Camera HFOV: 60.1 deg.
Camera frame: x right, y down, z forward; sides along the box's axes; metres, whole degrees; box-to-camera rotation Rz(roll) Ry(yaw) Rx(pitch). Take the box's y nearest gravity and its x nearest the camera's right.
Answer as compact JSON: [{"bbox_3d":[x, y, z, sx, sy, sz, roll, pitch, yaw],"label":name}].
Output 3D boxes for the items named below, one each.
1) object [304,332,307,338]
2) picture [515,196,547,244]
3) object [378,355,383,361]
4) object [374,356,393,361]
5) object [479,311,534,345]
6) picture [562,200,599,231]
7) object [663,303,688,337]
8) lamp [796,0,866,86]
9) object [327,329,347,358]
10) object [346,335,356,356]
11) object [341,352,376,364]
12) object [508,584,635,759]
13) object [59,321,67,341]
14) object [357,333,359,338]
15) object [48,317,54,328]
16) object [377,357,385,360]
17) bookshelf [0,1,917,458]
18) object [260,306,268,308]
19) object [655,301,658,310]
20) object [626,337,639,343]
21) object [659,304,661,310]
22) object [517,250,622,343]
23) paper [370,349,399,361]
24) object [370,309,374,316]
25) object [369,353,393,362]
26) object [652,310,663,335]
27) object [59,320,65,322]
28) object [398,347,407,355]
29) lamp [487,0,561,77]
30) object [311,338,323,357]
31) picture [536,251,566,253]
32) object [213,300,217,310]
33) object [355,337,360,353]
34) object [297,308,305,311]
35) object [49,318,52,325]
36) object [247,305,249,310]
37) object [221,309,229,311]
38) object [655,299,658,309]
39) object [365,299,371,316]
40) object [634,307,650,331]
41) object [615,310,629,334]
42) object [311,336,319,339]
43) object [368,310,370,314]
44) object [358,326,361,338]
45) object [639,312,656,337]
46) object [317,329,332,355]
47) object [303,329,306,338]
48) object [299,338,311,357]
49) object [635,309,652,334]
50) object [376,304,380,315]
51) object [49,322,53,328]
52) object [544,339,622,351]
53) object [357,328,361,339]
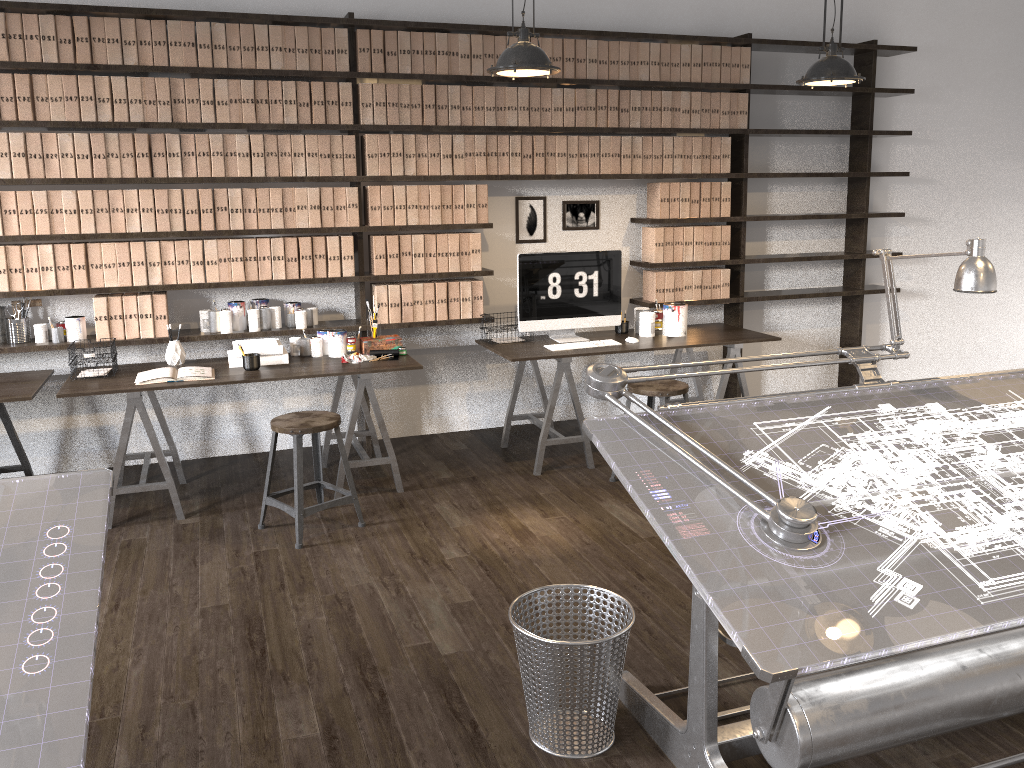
[{"bbox_3d":[-1.116,-0.233,4.833,0.036,0.117,0.005,-3,10,-13],"label":"object"},{"bbox_3d":[0.116,-1.013,5.467,0.201,0.282,0.022,-5,10,-20],"label":"picture"},{"bbox_3d":[-0.691,-0.135,4.643,0.006,0.006,0.158,0,12,1],"label":"object"},{"bbox_3d":[-0.678,-0.134,4.659,0.005,0.005,0.158,7,15,36],"label":"object"},{"bbox_3d":[-0.028,-0.324,5.139,0.284,0.159,0.205,-7,13,-26],"label":"object"},{"bbox_3d":[0.432,-1.061,5.571,0.251,0.182,0.023,-5,10,-19],"label":"picture"},{"bbox_3d":[0.976,-0.381,5.302,0.146,0.194,0.144,9,14,42],"label":"object"},{"bbox_3d":[1.503,-2.536,4.035,0.311,2.233,0.315,0,10,5],"label":"lamp"},{"bbox_3d":[-0.937,-0.218,4.762,0.105,0.140,0.105,-3,11,-11],"label":"object"},{"bbox_3d":[-0.861,-0.202,4.749,0.049,0.111,0.049,-4,10,-15],"label":"object"},{"bbox_3d":[-0.794,-0.143,4.621,0.132,0.050,0.198,10,16,40],"label":"object"},{"bbox_3d":[0.168,0.817,2.501,0.353,0.374,0.356,0,11,2],"label":"object"},{"bbox_3d":[-2.311,-0.272,4.571,0.045,0.100,0.044,-4,11,-16],"label":"object"},{"bbox_3d":[-0.846,-0.239,4.832,0.041,0.123,0.005,-5,10,-23],"label":"object"},{"bbox_3d":[-2.333,-0.281,4.507,0.041,0.124,0.008,-7,11,-30],"label":"object"},{"bbox_3d":[-0.696,-0.132,4.653,0.008,0.006,0.120,6,14,29],"label":"object"},{"bbox_3d":[-1.673,-0.378,4.844,9.187,3.180,0.376,-5,11,-19],"label":"bookshelf"},{"bbox_3d":[-1.368,-0.366,4.892,0.044,0.126,0.045,-1,10,-1],"label":"object"},{"bbox_3d":[0.897,-0.420,5.428,0.007,0.179,0.055,-8,12,-37],"label":"object"},{"bbox_3d":[0.688,-0.254,5.083,0.059,0.028,0.107,-6,13,-22],"label":"object"},{"bbox_3d":[0.921,-0.412,5.449,0.007,0.156,0.054,-8,12,-35],"label":"object"},{"bbox_3d":[0.328,-0.514,5.170,0.644,0.513,0.206,-5,11,-19],"label":"object"},{"bbox_3d":[-0.677,-0.155,4.684,0.155,0.038,0.139,-2,12,-4],"label":"paper"},{"bbox_3d":[-0.753,-0.330,4.801,0.008,0.152,0.038,5,11,29],"label":"object"},{"bbox_3d":[-0.688,-0.139,4.649,0.011,0.017,0.172,8,15,38],"label":"object"},{"bbox_3d":[0.876,-0.369,5.341,0.068,0.153,0.069,-10,14,-42],"label":"object"},{"bbox_3d":[-2.329,-0.323,4.624,0.061,0.016,0.061,6,14,27],"label":"object"},{"bbox_3d":[-0.593,-0.177,4.778,0.049,0.037,0.049,-4,12,-15],"label":"object"},{"bbox_3d":[0.035,-2.406,3.533,0.311,2.233,0.315,0,10,5],"label":"lamp"},{"bbox_3d":[-1.045,-0.194,4.742,0.062,0.093,0.062,5,12,30],"label":"object"},{"bbox_3d":[0.222,-0.735,5.550,0.251,0.182,0.023,-5,10,-19],"label":"picture"},{"bbox_3d":[-1.605,-0.375,4.834,0.041,0.167,0.009,-4,10,-16],"label":"object"},{"bbox_3d":[-0.858,-0.206,4.819,0.060,0.088,0.060,-3,11,-14],"label":"object"},{"bbox_3d":[-1.181,-0.374,4.967,0.044,0.101,0.045,-6,11,-27],"label":"object"},{"bbox_3d":[-2.336,-0.273,4.503,0.028,0.126,0.004,-4,10,-21],"label":"object"},{"bbox_3d":[-1.439,-0.372,4.855,0.004,0.129,0.035,0,10,6],"label":"object"},{"bbox_3d":[-1.551,-0.343,4.799,0.045,0.126,0.044,-4,10,-19],"label":"object"},{"bbox_3d":[0.895,-0.422,5.442,0.007,0.202,0.045,-8,12,-38],"label":"object"},{"bbox_3d":[-0.764,-0.356,4.801,0.055,0.212,0.007,-3,10,-12],"label":"object"},{"bbox_3d":[0.803,-0.399,5.484,0.094,0.143,0.095,-1,10,-2],"label":"object"},{"bbox_3d":[0.671,-0.375,5.395,0.097,0.141,0.092,-9,14,-39],"label":"object"},{"bbox_3d":[-1.066,-0.206,4.800,0.045,0.100,0.044,-4,11,-19],"label":"object"},{"bbox_3d":[-0.759,-0.330,4.822,0.045,0.151,0.005,-8,12,-37],"label":"object"},{"bbox_3d":[-0.833,-0.240,4.818,0.033,0.146,0.005,-4,10,-20],"label":"object"},{"bbox_3d":[0.807,-0.354,5.277,0.094,0.143,0.095,1,11,7],"label":"object"},{"bbox_3d":[-1.017,-0.230,4.847,0.095,0.127,0.094,-5,12,-23],"label":"object"},{"bbox_3d":[-1.125,-0.233,4.836,0.029,0.132,0.004,-3,10,-14],"label":"object"},{"bbox_3d":[-1.111,-0.197,4.765,0.062,0.092,0.064,3,11,21],"label":"object"},{"bbox_3d":[0.798,-0.376,5.383,0.097,0.142,0.096,-1,11,-2],"label":"object"},{"bbox_3d":[-0.745,-0.345,4.806,0.071,0.184,0.008,4,11,23],"label":"object"},{"bbox_3d":[-2.323,-0.266,4.492,0.035,0.102,0.004,-5,11,-23],"label":"object"},{"bbox_3d":[0.399,-0.217,4.970,0.439,0.017,0.119,-6,14,-23],"label":"object"},{"bbox_3d":[-0.840,-0.239,4.810,0.040,0.129,0.005,-5,10,-21],"label":"object"}]
